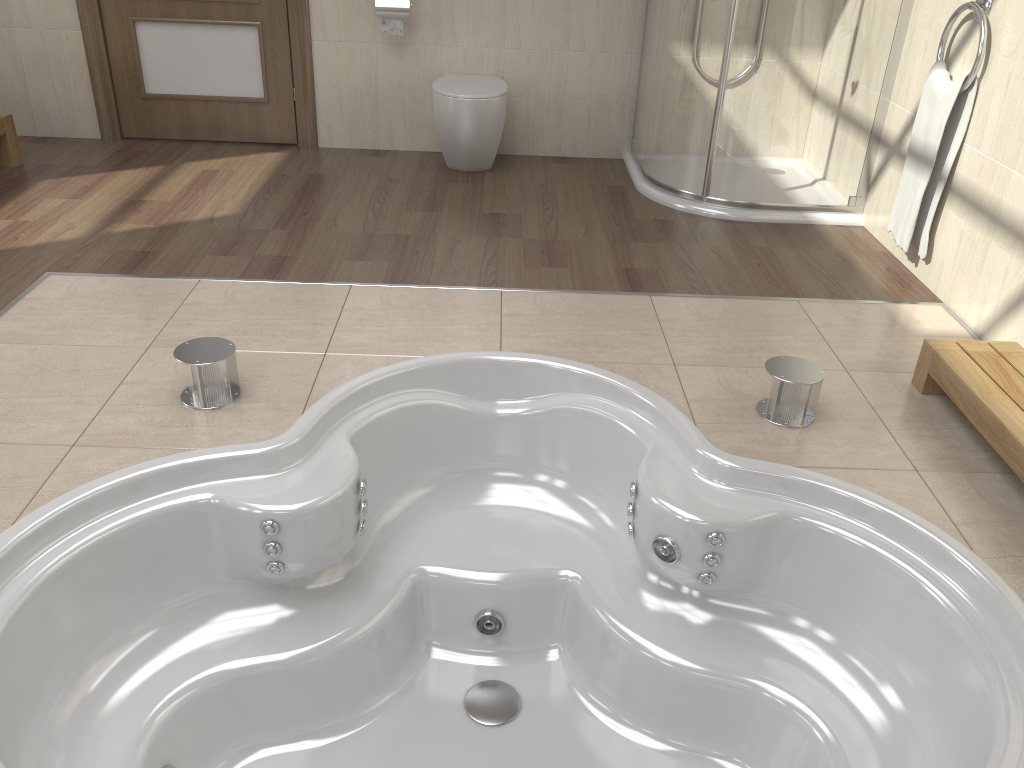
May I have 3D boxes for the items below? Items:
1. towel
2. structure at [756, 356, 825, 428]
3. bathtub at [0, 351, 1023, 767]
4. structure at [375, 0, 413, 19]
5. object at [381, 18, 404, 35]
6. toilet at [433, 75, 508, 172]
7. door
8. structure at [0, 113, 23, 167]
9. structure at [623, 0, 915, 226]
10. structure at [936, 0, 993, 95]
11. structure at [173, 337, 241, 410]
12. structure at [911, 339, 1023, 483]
[{"bbox_3d":[1.439,-0.772,3.066,0.083,0.635,0.280,2,29,-1],"label":"towel"},{"bbox_3d":[0.722,0.019,2.306,0.150,0.131,0.150,-3,30,-11],"label":"structure"},{"bbox_3d":[-0.037,0.697,1.821,1.754,0.674,1.751,27,38,37],"label":"bathtub"},{"bbox_3d":[-0.532,-1.747,4.022,0.170,0.151,0.154,2,29,-2],"label":"structure"},{"bbox_3d":[-0.542,-1.673,4.037,0.098,0.151,0.090,2,29,-2],"label":"object"},{"bbox_3d":[-0.196,-1.196,4.128,0.337,0.388,0.519,2,29,-2],"label":"toilet"},{"bbox_3d":[-1.463,-2.099,3.929,0.861,2.026,0.102,1,29,-4],"label":"door"},{"bbox_3d":[-2.564,-0.761,3.328,0.620,0.220,1.450,4,29,3],"label":"structure"},{"bbox_3d":[1.052,-1.730,3.615,0.900,1.917,0.900,2,29,-2],"label":"structure"},{"bbox_3d":[1.477,-1.108,2.886,0.051,0.332,0.291,2,29,-2],"label":"structure"},{"bbox_3d":[-0.777,-0.028,2.266,0.150,0.131,0.150,-17,35,-31],"label":"structure"},{"bbox_3d":[1.269,0.254,1.928,0.260,0.140,1.280,2,29,-2],"label":"structure"}]
